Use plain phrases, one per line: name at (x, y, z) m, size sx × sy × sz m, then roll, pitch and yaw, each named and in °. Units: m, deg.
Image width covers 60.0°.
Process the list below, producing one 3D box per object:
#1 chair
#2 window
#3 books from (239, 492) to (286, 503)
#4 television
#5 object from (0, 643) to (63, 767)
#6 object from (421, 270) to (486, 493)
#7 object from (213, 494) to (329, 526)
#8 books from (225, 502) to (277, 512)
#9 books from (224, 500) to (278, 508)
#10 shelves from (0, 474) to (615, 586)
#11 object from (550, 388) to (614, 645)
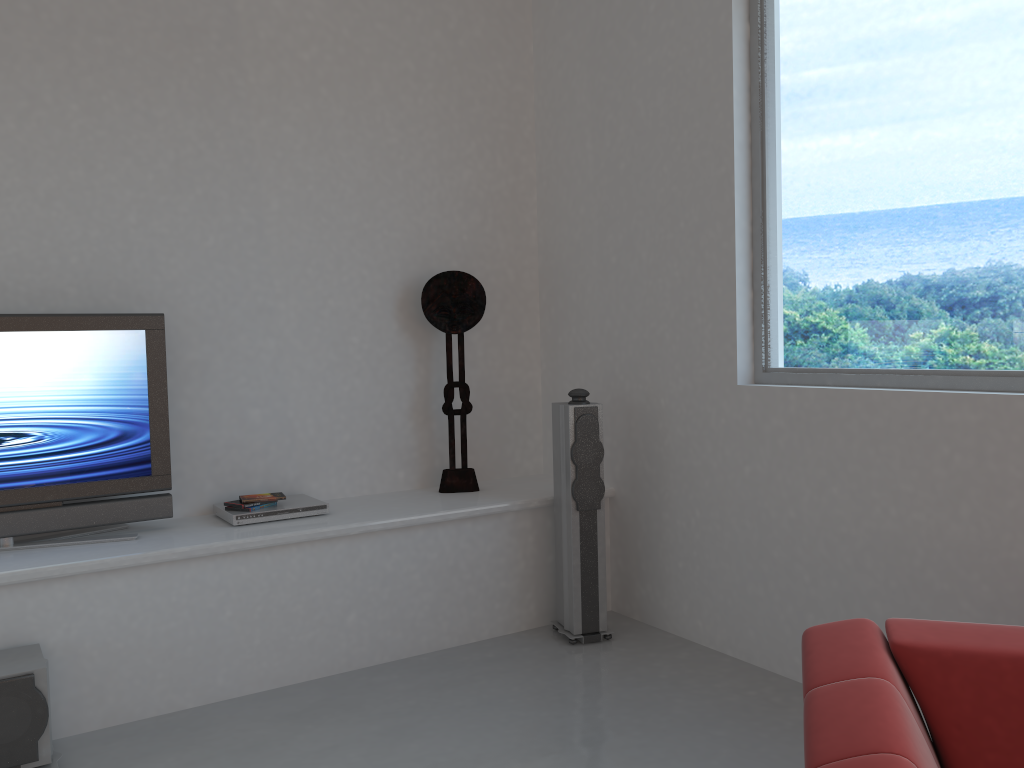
chair at (1.121, 0.937, 1.552) m, size 1.288 × 0.738 × 0.951 m, roll -1°, pitch 3°, yaw 18°
window at (1.713, -0.871, 2.832) m, size 0.100 × 1.800 × 2.400 m, roll -3°, pitch 3°, yaw -32°
books at (-1.123, 0.511, 3.992) m, size 0.190 × 0.015 × 0.135 m, roll -3°, pitch 3°, yaw -22°
television at (-2.048, 0.190, 3.433) m, size 1.356 × 0.919 × 0.343 m, roll -3°, pitch 3°, yaw -32°
object at (-1.715, 1.126, 2.988) m, size 0.336 × 0.374 × 0.337 m, roll -3°, pitch 3°, yaw -32°
object at (-0.287, -0.012, 4.542) m, size 0.331 × 1.130 × 0.108 m, roll -2°, pitch 3°, yaw -7°
object at (-1.100, 0.568, 4.043) m, size 0.430 × 0.045 × 0.352 m, roll -3°, pitch 3°, yaw -32°
books at (-1.166, 0.544, 3.968) m, size 0.135 × 0.015 × 0.190 m, roll 0°, pitch 3°, yaw 23°
books at (-1.169, 0.529, 3.970) m, size 0.135 × 0.015 × 0.190 m, roll 1°, pitch 3°, yaw 38°
shelves at (-1.968, 0.676, 3.360) m, size 5.500 × 0.050 × 0.650 m, roll -3°, pitch 3°, yaw -32°
object at (0.319, 0.611, 4.222) m, size 0.255 × 1.184 × 0.273 m, roll -2°, pitch 3°, yaw -17°
